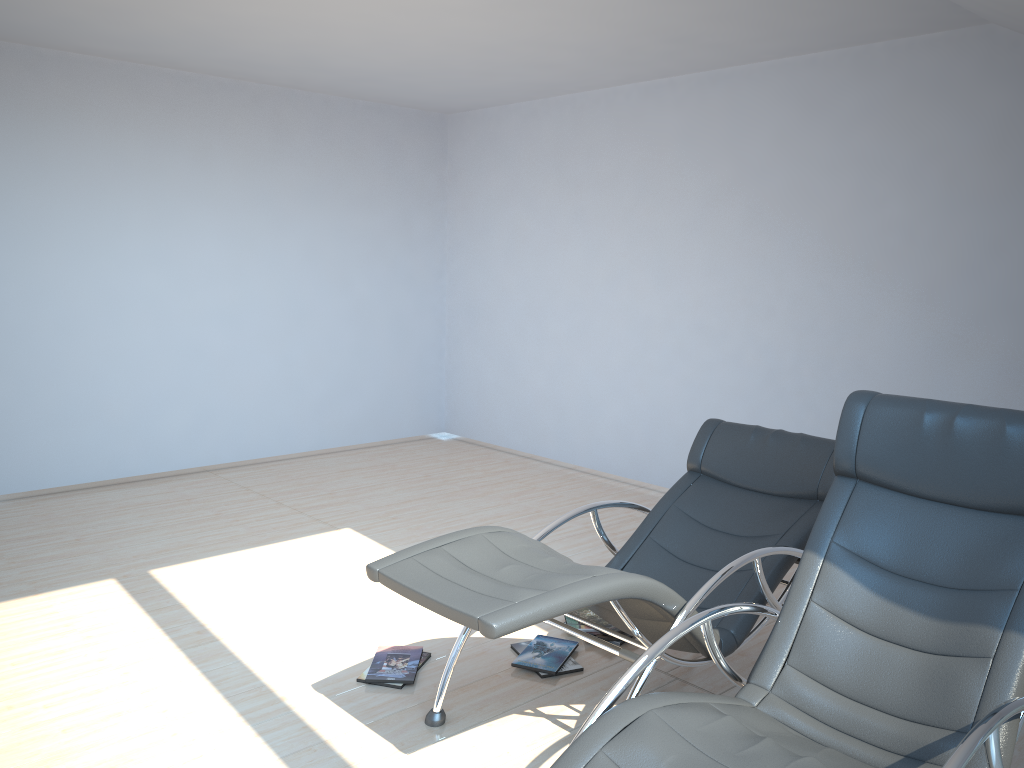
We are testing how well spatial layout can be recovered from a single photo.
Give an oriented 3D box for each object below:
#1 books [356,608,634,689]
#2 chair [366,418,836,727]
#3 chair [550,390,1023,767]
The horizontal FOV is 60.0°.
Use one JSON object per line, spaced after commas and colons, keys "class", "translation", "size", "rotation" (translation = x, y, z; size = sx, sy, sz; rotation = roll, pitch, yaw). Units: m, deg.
{"class": "books", "translation": [-0.491, 1.266, 1.963], "size": [1.045, 0.222, 4.790], "rotation": [3, 8, 14]}
{"class": "chair", "translation": [0.511, 0.732, 3.318], "size": [2.114, 0.953, 0.836], "rotation": [-6, 11, -42]}
{"class": "chair", "translation": [0.798, 0.736, 2.246], "size": [1.938, 1.251, 0.836], "rotation": [-6, 11, -42]}
